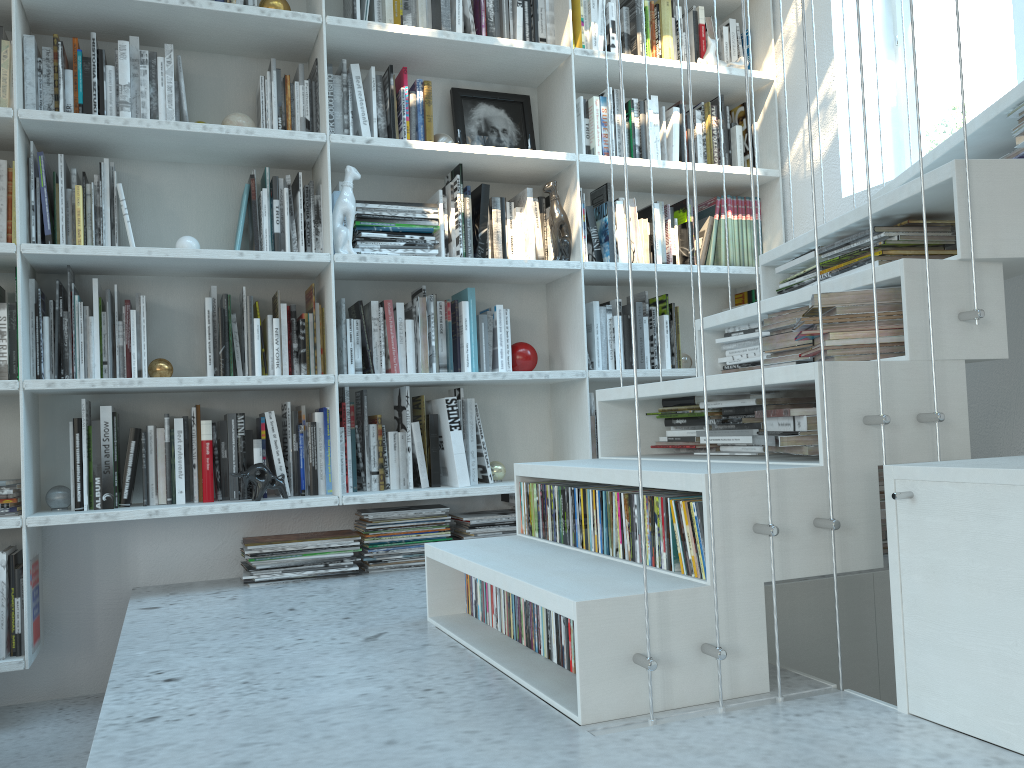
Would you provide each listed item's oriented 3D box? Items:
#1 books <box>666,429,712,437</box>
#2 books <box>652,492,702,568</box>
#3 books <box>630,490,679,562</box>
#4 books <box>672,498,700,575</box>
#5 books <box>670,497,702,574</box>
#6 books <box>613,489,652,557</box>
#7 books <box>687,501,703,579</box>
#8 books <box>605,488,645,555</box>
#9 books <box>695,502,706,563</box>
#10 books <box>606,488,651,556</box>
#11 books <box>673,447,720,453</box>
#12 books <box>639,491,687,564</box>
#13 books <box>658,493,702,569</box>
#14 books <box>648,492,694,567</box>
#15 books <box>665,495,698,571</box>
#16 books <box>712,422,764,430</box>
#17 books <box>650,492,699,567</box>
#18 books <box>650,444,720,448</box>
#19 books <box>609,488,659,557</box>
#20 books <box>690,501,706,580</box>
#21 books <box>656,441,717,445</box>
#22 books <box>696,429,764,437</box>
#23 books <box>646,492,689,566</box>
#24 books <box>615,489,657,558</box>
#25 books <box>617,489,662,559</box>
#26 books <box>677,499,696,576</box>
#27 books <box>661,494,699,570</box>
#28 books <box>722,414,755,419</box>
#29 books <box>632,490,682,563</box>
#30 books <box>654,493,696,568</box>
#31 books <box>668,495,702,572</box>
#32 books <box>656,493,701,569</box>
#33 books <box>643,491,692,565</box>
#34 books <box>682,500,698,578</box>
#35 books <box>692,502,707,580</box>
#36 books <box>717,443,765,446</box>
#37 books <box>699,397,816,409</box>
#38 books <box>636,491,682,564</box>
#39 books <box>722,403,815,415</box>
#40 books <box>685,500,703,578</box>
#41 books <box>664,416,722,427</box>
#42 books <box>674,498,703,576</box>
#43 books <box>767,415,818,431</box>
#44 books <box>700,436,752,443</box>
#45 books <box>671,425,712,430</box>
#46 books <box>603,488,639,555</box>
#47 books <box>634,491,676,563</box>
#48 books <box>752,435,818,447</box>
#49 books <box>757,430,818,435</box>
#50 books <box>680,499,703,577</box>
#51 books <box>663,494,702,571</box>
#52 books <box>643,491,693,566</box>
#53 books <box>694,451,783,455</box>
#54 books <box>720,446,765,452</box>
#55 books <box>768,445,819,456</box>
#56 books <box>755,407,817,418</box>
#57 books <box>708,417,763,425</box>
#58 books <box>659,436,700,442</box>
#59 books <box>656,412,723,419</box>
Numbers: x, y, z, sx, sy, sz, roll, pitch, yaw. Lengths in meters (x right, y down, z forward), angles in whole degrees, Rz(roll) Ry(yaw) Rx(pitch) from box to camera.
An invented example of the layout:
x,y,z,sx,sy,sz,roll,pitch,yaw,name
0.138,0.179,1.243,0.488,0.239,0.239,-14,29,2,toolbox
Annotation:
x,y,z,sx,sy,sz,roll,pitch,yaw,name
0.494,0.120,2.213,0.145,0.015,0.166,-1,-3,-26,books
0.308,0.259,1.582,0.125,0.125,0.010,-1,-2,-21,books
0.280,0.264,1.655,0.125,0.125,0.007,-1,-2,-21,books
0.338,0.255,1.505,0.125,0.123,0.035,-1,-3,-21,books
0.335,0.255,1.513,0.125,0.123,0.034,-1,-3,-21,books
0.254,0.268,1.723,0.125,0.125,0.016,-1,-2,-21,books
0.355,0.252,1.462,0.125,0.123,0.035,-1,-3,-21,books
0.242,0.270,1.752,0.125,0.125,0.009,-1,-2,-21,books
0.363,0.250,1.439,0.125,0.123,0.034,-1,-3,-21,books
0.246,0.270,1.743,0.125,0.125,0.011,-1,-2,-21,books
0.509,0.162,2.217,0.130,0.014,0.188,-1,-3,-21,books
0.292,0.261,1.623,0.125,0.125,0.009,-1,-2,-21,books
0.317,0.257,1.560,0.125,0.125,0.008,-1,-2,-21,books
0.303,0.259,1.595,0.125,0.125,0.008,-1,-2,-21,books
0.325,0.256,1.539,0.125,0.125,0.008,-1,-2,-21,books
0.569,0.093,2.004,0.149,0.013,0.220,-2,-3,-16,books
0.305,0.259,1.589,0.125,0.125,0.008,-1,-2,-21,books
0.477,0.152,2.205,0.189,0.007,0.195,-1,-3,-24,books
0.250,0.269,1.733,0.125,0.125,0.009,-1,-2,-21,books
0.357,0.251,1.455,0.125,0.123,0.034,-1,-3,-21,books
0.484,0.144,2.208,0.158,0.009,0.216,-1,-3,-28,books
0.558,0.107,1.999,0.184,0.013,0.225,-1,-3,-24,books
0.300,0.260,1.602,0.125,0.125,0.008,-1,-2,-21,books
0.259,0.267,1.709,0.125,0.125,0.013,-1,-2,-21,books
0.262,0.267,1.701,0.125,0.125,0.009,-1,-2,-21,books
0.344,0.254,1.490,0.125,0.123,0.034,-1,-3,-21,books
0.319,0.257,1.553,0.125,0.125,0.008,-1,-2,-21,books
0.585,0.070,2.011,0.129,0.008,0.185,-1,-3,-23,books
0.283,0.263,1.647,0.125,0.125,0.008,-1,-2,-21,books
0.311,0.258,1.575,0.125,0.125,0.010,-1,-2,-21,books
0.328,0.255,1.530,0.125,0.125,0.011,-1,-2,-21,books
0.314,0.258,1.567,0.125,0.125,0.008,-1,-2,-21,books
0.295,0.261,1.616,0.125,0.125,0.007,-1,-2,-21,books
0.349,0.253,1.476,0.125,0.123,0.035,-1,-3,-21,books
0.360,0.251,1.447,0.125,0.123,0.036,-1,-3,-21,books
0.575,0.133,2.004,0.147,0.008,0.188,-2,-3,-17,books
0.555,0.042,2.001,0.177,0.014,0.194,-1,-3,-26,books
0.289,0.262,1.632,0.125,0.125,0.010,-1,-2,-21,books
0.579,0.057,2.009,0.133,0.017,0.178,-2,-3,-17,books
0.352,0.253,1.469,0.125,0.123,0.036,-1,-3,-21,books
0.492,0.091,2.214,0.140,0.022,0.181,-1,-3,-28,books
0.341,0.255,1.498,0.125,0.123,0.036,-1,-3,-21,books
0.596,0.074,1.713,0.141,0.028,0.223,-2,-3,-2,books
0.559,0.122,1.998,0.175,0.016,0.207,-1,-3,-26,books
0.500,0.107,2.216,0.132,0.010,0.198,-2,-3,-17,books
0.239,0.271,1.761,0.125,0.125,0.013,-1,-2,-21,books
0.286,0.263,1.641,0.125,0.125,0.008,-1,-2,-21,books
0.574,0.105,1.711,0.172,0.019,0.240,-3,-3,4,books
0.589,0.092,1.712,0.161,0.007,0.254,-2,-3,-1,books
0.346,0.253,1.483,0.125,0.123,0.034,-1,-3,-21,books
0.322,0.256,1.546,0.125,0.125,0.007,-1,-2,-21,books
0.298,0.260,1.609,0.125,0.125,0.007,-1,-2,-21,books
0.554,0.153,1.995,0.191,0.004,0.223,-1,-3,-25,books
0.576,0.144,2.003,0.137,0.013,0.199,-2,-3,-15,books
0.595,0.123,1.711,0.136,0.017,0.288,-3,-3,2,books
0.583,0.053,1.713,0.168,0.014,0.212,-2,-3,-1,books
0.556,0.081,1.999,0.189,0.012,0.155,-1,-3,-18,books
0.481,0.134,2.207,0.159,0.012,0.225,-2,-3,-13,books
0.485,0.076,2.212,0.159,0.009,0.208,-1,-3,-25,books
